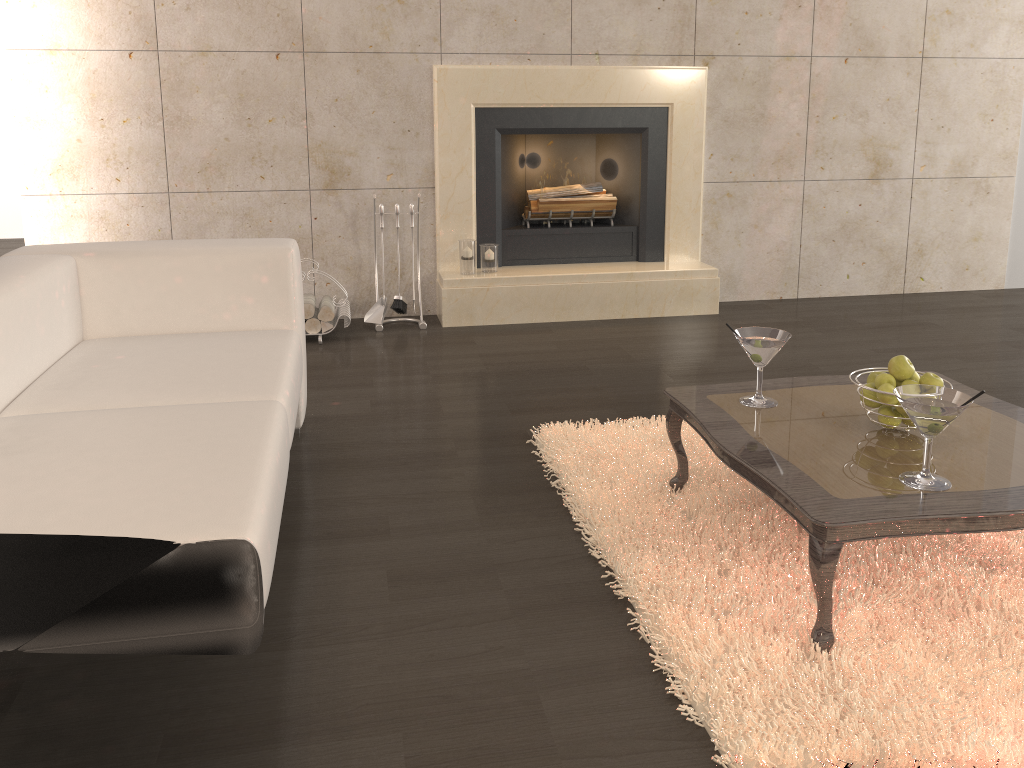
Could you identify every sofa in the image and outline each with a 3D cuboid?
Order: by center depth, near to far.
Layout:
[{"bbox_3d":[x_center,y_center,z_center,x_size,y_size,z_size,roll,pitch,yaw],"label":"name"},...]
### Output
[{"bbox_3d":[-0.962,0.204,1.817,0.944,0.634,2.857,-3,17,-10],"label":"sofa"}]

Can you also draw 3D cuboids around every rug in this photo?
[{"bbox_3d":[0.952,0.402,2.219,1.510,0.066,2.051,-3,17,-10],"label":"rug"}]

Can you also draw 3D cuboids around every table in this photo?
[{"bbox_3d":[0.933,0.258,2.204,0.905,0.295,0.938,-4,17,-12],"label":"table"}]

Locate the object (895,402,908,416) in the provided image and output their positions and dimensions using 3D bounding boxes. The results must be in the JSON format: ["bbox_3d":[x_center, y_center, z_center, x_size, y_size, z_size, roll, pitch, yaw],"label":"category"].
[{"bbox_3d":[0.950,0.046,2.106,0.066,0.064,0.067,-13,19,-42],"label":"object"}]

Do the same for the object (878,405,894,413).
[{"bbox_3d":[0.941,0.070,2.205,0.043,0.042,0.045,-2,14,-7],"label":"object"}]

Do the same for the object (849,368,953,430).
[{"bbox_3d":[0.950,0.050,2.167,0.236,0.116,0.238,10,19,33],"label":"object"}]

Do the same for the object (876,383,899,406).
[{"bbox_3d":[0.901,0.026,2.107,0.054,0.053,0.055,12,19,40],"label":"object"}]

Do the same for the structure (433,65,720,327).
[{"bbox_3d":[0.332,-1.070,4.867,1.526,1.310,0.602,-3,12,-11],"label":"structure"}]

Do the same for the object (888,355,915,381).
[{"bbox_3d":[0.955,-0.040,2.159,0.062,0.062,0.064,-3,14,-10],"label":"object"}]

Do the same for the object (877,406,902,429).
[{"bbox_3d":[0.921,0.081,2.148,0.054,0.053,0.056,0,14,0],"label":"object"}]

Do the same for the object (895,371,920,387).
[{"bbox_3d":[0.985,-0.009,2.195,0.057,0.060,0.063,-12,18,-40],"label":"object"}]

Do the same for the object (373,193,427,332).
[{"bbox_3d":[-0.587,-0.638,4.543,0.263,0.682,0.222,-2,12,-10],"label":"object"}]

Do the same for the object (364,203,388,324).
[{"bbox_3d":[-0.681,-0.615,4.489,0.116,0.589,0.127,6,13,28],"label":"object"}]

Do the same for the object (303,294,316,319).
[{"bbox_3d":[-1.014,-0.387,4.367,0.079,0.075,0.258,-3,17,-10],"label":"object"}]

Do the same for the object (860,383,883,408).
[{"bbox_3d":[0.893,0.028,2.179,0.061,0.061,0.062,13,19,42],"label":"object"}]

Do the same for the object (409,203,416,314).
[{"bbox_3d":[-0.501,-0.645,4.523,0.027,0.552,0.108,-4,12,-17],"label":"object"}]

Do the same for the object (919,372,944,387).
[{"bbox_3d":[1.012,-0.001,2.125,0.053,0.050,0.055,-3,15,-10],"label":"object"}]

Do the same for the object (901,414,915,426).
[{"bbox_3d":[0.982,0.070,2.163,0.068,0.062,0.070,9,17,33],"label":"object"}]

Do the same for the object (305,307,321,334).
[{"bbox_3d":[-0.986,-0.319,4.386,0.079,0.075,0.258,-3,17,-10],"label":"object"}]

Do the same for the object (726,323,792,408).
[{"bbox_3d":[0.667,-0.055,2.366,0.152,0.211,0.154,-9,16,-34],"label":"object"}]

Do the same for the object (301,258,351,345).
[{"bbox_3d":[-1.033,-0.438,4.421,0.431,0.371,0.515,-3,15,-10],"label":"object"}]

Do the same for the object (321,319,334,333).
[{"bbox_3d":[-0.919,-0.313,4.394,0.061,0.058,0.250,-3,17,-10],"label":"object"}]

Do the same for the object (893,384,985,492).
[{"bbox_3d":[0.876,0.103,1.850,0.151,0.211,0.155,-4,14,-18],"label":"object"}]

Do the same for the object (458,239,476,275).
[{"bbox_3d":[-0.235,-0.669,4.642,0.099,0.179,0.100,7,15,31],"label":"object"}]

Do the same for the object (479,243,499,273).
[{"bbox_3d":[-0.121,-0.673,4.711,0.108,0.144,0.110,-2,13,-6],"label":"object"}]

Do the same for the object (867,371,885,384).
[{"bbox_3d":[0.926,-0.001,2.217,0.061,0.053,0.064,-5,15,-17],"label":"object"}]

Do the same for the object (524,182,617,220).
[{"bbox_3d":[0.334,-1.045,5.023,0.513,0.207,0.226,-3,15,-10],"label":"object"}]

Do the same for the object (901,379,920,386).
[{"bbox_3d":[0.968,0.010,2.135,0.046,0.042,0.046,-12,18,-38],"label":"object"}]

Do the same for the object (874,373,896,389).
[{"bbox_3d":[0.911,-0.002,2.151,0.050,0.048,0.047,1,14,4],"label":"object"}]

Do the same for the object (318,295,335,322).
[{"bbox_3d":[-0.925,-0.378,4.392,0.080,0.077,0.269,-3,17,-10],"label":"object"}]

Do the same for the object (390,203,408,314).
[{"bbox_3d":[-0.584,-0.638,4.537,0.070,0.574,0.139,2,12,13],"label":"object"}]
